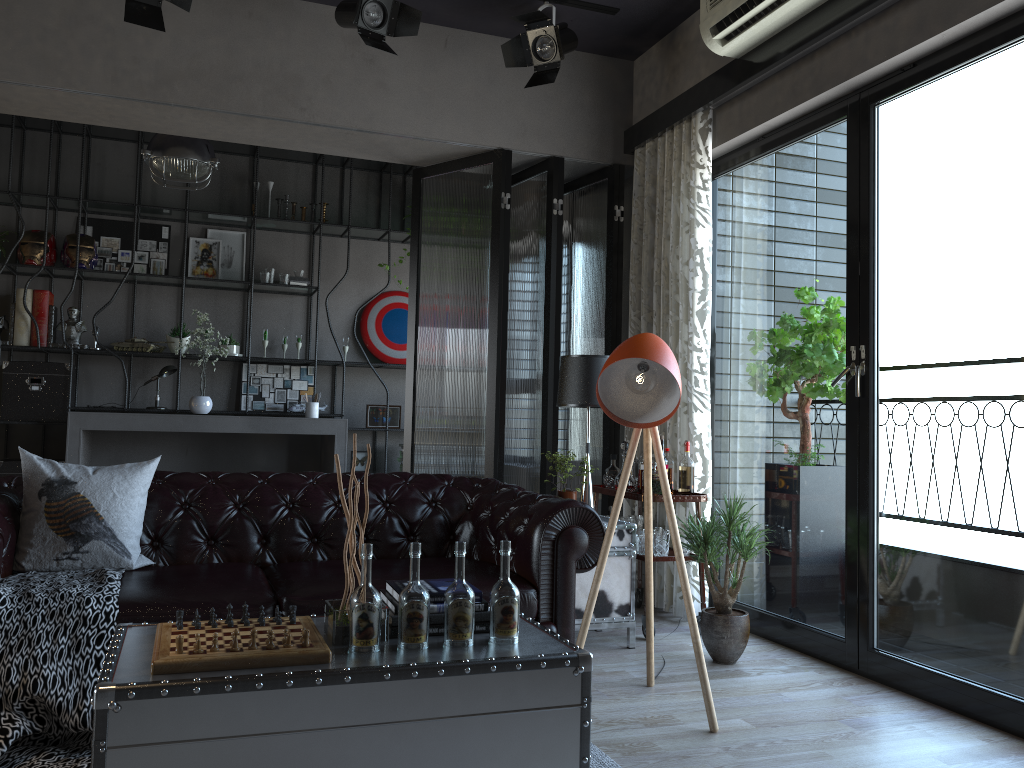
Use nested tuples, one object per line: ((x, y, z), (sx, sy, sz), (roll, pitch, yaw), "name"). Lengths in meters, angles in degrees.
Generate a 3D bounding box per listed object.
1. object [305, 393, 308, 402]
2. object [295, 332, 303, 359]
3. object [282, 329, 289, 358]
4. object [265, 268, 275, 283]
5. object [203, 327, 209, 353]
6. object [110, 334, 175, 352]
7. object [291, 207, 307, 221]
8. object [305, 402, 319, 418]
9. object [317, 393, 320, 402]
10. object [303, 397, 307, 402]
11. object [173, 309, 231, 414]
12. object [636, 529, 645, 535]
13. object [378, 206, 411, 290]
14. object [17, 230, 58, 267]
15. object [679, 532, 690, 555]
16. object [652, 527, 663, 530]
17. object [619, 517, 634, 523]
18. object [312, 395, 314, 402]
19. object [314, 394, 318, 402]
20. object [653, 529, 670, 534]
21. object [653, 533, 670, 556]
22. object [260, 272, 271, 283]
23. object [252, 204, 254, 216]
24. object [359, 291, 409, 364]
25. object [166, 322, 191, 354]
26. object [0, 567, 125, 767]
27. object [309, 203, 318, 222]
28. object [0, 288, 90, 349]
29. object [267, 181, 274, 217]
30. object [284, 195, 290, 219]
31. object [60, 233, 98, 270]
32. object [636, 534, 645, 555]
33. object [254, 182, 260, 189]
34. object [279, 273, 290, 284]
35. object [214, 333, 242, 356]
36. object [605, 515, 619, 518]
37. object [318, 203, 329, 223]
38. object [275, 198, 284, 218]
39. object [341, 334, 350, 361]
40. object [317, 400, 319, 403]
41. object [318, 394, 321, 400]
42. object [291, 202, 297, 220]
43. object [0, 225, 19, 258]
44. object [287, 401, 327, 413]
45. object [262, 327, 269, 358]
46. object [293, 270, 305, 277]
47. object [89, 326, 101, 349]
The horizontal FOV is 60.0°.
((-1.749, 0.181, 7.593), (0.046, 0.203, 0.023), (1, -4, 16), "object")
((-1.891, -0.335, 7.858), (0.113, 0.247, 0.113), (2, -3, -1), "object")
((-2.070, -0.358, 8.072), (0.113, 0.302, 0.113), (2, -3, -1), "object")
((-2.140, -0.942, 7.837), (0.087, 0.155, 0.087), (2, -3, -7), "object")
((-2.689, -0.372, 7.796), (0.113, 0.273, 0.113), (-1, -4, 36), "object")
((-3.105, -0.344, 7.505), (0.577, 0.170, 0.206), (1, -3, 15), "object")
((-1.867, -1.504, 7.937), (0.189, 0.152, 0.189), (1, -3, 3), "object")
((-1.709, 0.226, 7.576), (0.110, 0.137, 0.110), (2, -3, -10), "object")
((-1.673, 0.165, 7.611), (0.052, 0.186, 0.009), (3, -4, -18), "object")
((-1.731, 0.190, 7.584), (0.137, 0.190, 0.009), (2, -4, -17), "object")
((-2.490, -0.184, 7.187), (0.420, 0.853, 0.398), (0, -4, 26), "object")
((0.687, 0.856, 4.857), (0.095, 0.119, 0.095), (2, -3, -3), "object")
((-0.844, -1.269, 8.164), (0.720, 1.027, 0.649), (2, -3, -1), "object")
((-3.876, -1.100, 7.229), (0.280, 0.327, 0.399), (2, -3, -15), "object")
((0.910, 0.857, 4.745), (0.095, 0.119, 0.095), (2, -3, -3), "object")
((0.796, 0.864, 4.972), (0.095, 0.119, 0.095), (2, -3, -3), "object")
((0.664, 0.851, 5.137), (0.087, 0.155, 0.087), (2, -3, -7), "object")
((-1.714, 0.174, 7.621), (0.009, 0.167, 0.061), (2, -3, -8), "object")
((-1.693, 0.184, 7.621), (0.023, 0.204, 0.036), (0, -4, 19), "object")
((0.816, 0.859, 4.852), (0.095, 0.119, 0.095), (2, -3, -3), "object")
((0.790, 0.852, 4.699), (0.095, 0.119, 0.095), (2, -3, -3), "object")
((-2.151, -0.919, 7.721), (0.092, 0.099, 0.092), (1, -3, 18), "object")
((-2.264, -1.510, 7.780), (0.135, 0.129, 0.135), (-1, -4, 43), "object")
((-1.079, -0.532, 8.450), (0.751, 0.740, 0.185), (3, -4, -19), "object")
((-2.832, -0.403, 7.545), (0.193, 0.305, 0.136), (1, -3, 14), "object")
((-1.501, 0.909, 2.574), (0.562, 0.570, 1.698), (1, -3, 0), "object")
((-1.814, -1.537, 8.077), (0.084, 0.233, 0.084), (4, -4, -39), "object")
((-3.894, -0.523, 7.223), (0.833, 0.466, 0.289), (2, -3, -20), "object")
((-2.190, -1.629, 8.007), (0.128, 0.391, 0.128), (0, -4, 30), "object")
((-2.002, -1.556, 7.880), (0.100, 0.243, 0.100), (2, -3, -11), "object")
((-3.576, -1.087, 7.337), (0.280, 0.327, 0.399), (3, -3, -30), "object")
((0.697, 0.862, 4.758), (0.092, 0.099, 0.092), (1, -3, 18), "object")
((-2.320, -1.631, 8.035), (0.128, 0.391, 0.128), (-1, -4, 38), "object")
((-1.998, -0.913, 7.777), (0.092, 0.099, 0.092), (0, -3, 28), "object")
((-2.458, -0.340, 7.698), (0.235, 0.213, 0.235), (0, -3, 25), "object")
((0.581, 0.851, 5.189), (0.087, 0.155, 0.087), (2, -3, -7), "object")
((-1.703, -1.537, 8.013), (0.130, 0.232, 0.130), (4, -4, -42), "object")
((-2.082, -1.550, 7.928), (0.084, 0.233, 0.084), (1, -3, 7), "object")
((-1.526, -0.326, 8.126), (0.113, 0.270, 0.113), (3, -4, -31), "object")
((-1.682, 0.205, 7.575), (0.068, 0.160, 0.009), (2, -3, -7), "object")
((-1.669, 0.172, 7.598), (0.062, 0.169, 0.009), (3, -4, -20), "object")
((-1.987, -1.538, 8.066), (0.080, 0.226, 0.080), (-2, -5, 43), "object")
((-4.203, -1.115, 7.126), (0.295, 0.340, 0.324), (0, -3, 26), "object")
((-1.871, 0.207, 7.947), (0.379, 0.112, 0.351), (1, -3, 13), "object")
((-2.151, -0.362, 7.724), (0.113, 0.275, 0.113), (2, -3, -16), "object")
((-1.930, -0.994, 8.041), (0.103, 0.068, 0.103), (3, -3, -27), "object")
((-3.416, -0.378, 7.274), (0.093, 0.200, 0.093), (3, -4, -25), "object")
